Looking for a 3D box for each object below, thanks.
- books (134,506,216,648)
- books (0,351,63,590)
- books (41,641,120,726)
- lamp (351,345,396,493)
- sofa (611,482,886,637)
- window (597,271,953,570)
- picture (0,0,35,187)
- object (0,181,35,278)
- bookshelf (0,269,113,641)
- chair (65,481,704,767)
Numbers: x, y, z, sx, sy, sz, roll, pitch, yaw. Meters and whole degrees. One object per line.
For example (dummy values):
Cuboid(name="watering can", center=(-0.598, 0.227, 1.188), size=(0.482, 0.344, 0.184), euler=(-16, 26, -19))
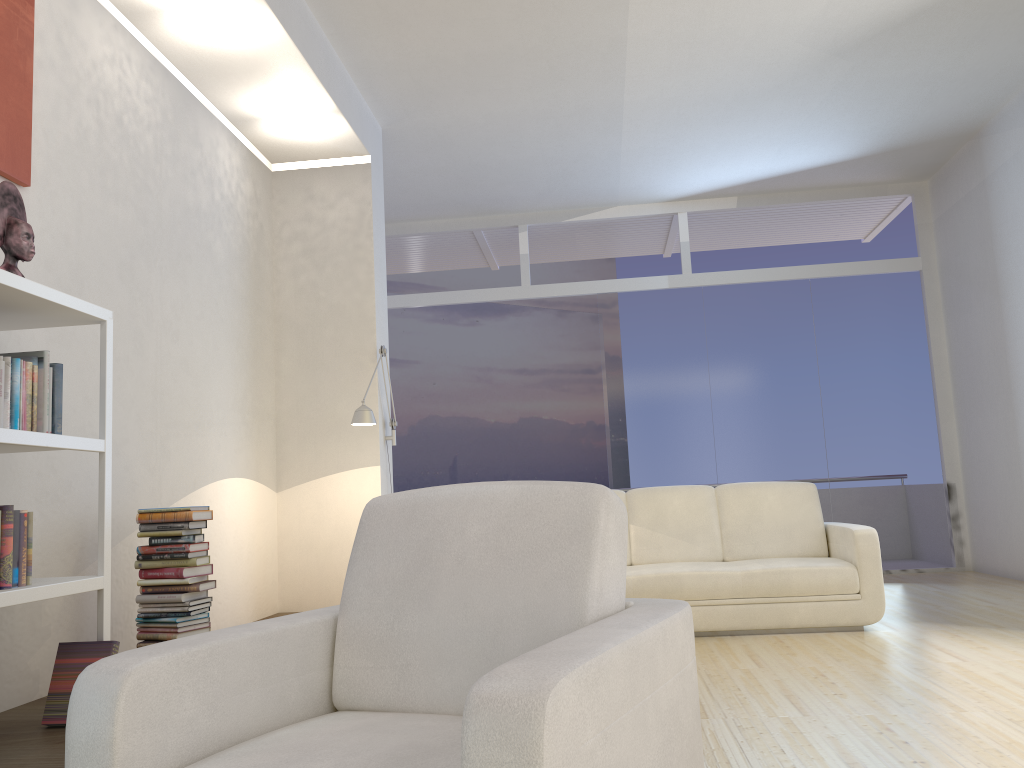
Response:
Cuboid(name="books", center=(-1.423, 0.877, 3.788), size=(0.329, 0.694, 0.270), euler=(-4, -8, 5))
Cuboid(name="books", center=(-1.608, 0.222, 2.514), size=(0.215, 0.743, 0.831), euler=(-4, -8, 5))
Cuboid(name="books", center=(-1.552, 0.918, 2.450), size=(0.274, 0.281, 1.125), euler=(-5, -8, 12))
Cuboid(name="lamp", center=(-0.883, 0.634, 5.620), size=(0.204, 1.841, 0.891), euler=(-3, -7, 1))
Cuboid(name="sofa", center=(1.030, 1.061, 5.495), size=(2.166, 0.862, 0.941), euler=(-4, -8, 5))
Cuboid(name="window", center=(2.368, 0.380, 8.201), size=(2.988, 2.706, 0.012), euler=(-4, -8, 5))
Cuboid(name="picture", center=(-2.058, -1.357, 1.891), size=(0.030, 0.794, 3.227), euler=(-4, -8, 5))
Cuboid(name="object", center=(-1.681, -0.483, 2.978), size=(0.133, 0.409, 0.138), euler=(3, -9, -38))
Cuboid(name="bookshelf", center=(-1.707, 0.344, 2.324), size=(0.465, 1.396, 1.599), euler=(-4, -8, 5))
Cuboid(name="chair", center=(-0.170, 0.609, 1.746), size=(0.919, 0.828, 0.941), euler=(-6, -8, 25))
